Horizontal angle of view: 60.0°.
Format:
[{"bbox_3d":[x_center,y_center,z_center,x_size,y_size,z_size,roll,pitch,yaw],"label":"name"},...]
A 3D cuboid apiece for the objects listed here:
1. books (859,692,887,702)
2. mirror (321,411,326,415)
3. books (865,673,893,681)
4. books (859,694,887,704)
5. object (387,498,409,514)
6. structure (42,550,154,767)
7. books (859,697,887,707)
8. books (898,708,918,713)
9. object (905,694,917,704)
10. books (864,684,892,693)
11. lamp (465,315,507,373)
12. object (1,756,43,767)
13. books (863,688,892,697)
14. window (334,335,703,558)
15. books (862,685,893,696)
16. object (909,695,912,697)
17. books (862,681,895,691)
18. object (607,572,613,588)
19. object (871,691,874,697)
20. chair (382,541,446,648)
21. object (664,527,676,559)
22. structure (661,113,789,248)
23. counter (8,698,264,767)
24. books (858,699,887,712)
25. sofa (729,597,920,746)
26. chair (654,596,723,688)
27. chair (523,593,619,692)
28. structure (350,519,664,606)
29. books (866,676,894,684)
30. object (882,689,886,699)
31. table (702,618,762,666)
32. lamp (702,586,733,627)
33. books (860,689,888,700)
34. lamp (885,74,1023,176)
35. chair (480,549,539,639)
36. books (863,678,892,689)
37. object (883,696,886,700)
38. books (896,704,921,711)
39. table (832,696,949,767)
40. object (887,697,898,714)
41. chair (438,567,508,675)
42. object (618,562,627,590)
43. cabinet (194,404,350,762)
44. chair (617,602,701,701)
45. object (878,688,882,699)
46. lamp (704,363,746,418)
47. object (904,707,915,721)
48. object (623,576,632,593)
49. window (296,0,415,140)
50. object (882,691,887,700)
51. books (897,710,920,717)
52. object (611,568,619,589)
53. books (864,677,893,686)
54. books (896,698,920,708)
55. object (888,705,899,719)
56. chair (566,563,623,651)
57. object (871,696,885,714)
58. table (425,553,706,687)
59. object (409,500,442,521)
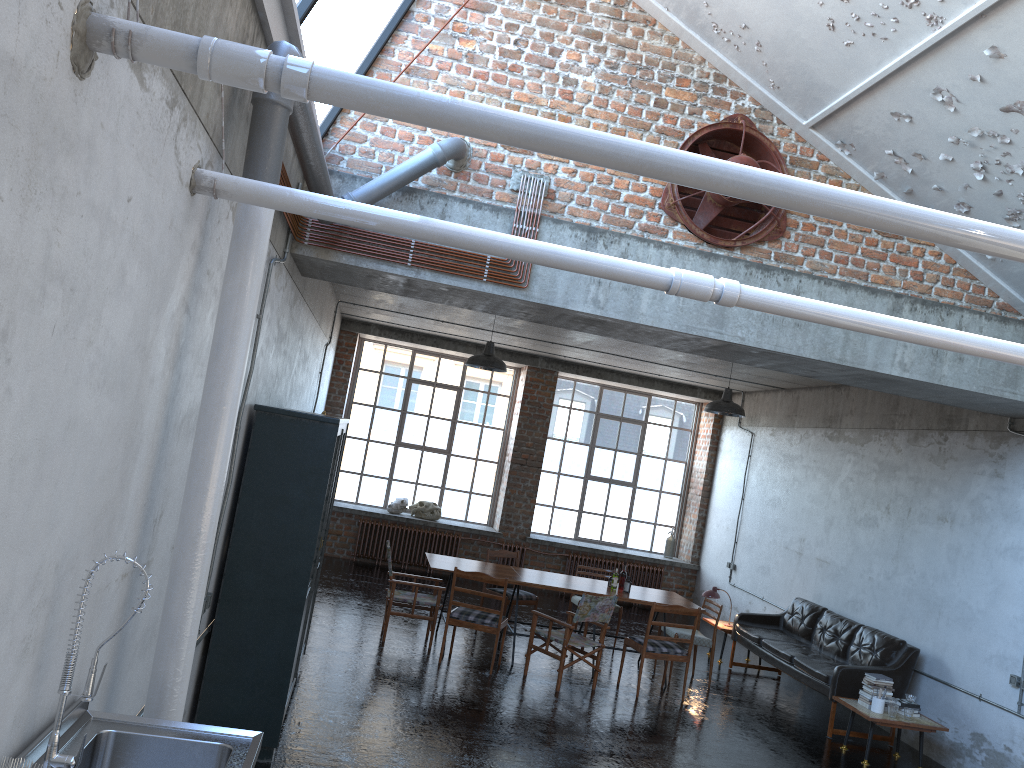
[{"bbox_3d":[3.519,3.028,8.568,0.255,0.014,0.192,10,-4,-5],"label":"books"},{"bbox_3d":[-2.667,0.925,11.814,0.172,1.182,1.339,11,-4,-8],"label":"mirror"},{"bbox_3d":[3.550,2.836,8.587,0.201,0.024,0.159,11,-4,-18],"label":"books"},{"bbox_3d":[3.508,3.044,8.550,0.249,0.023,0.175,11,-4,-8],"label":"books"},{"bbox_3d":[-1.940,2.066,15.072,0.281,0.281,0.575,9,-4,18],"label":"object"},{"bbox_3d":[-1.213,0.821,2.616,0.210,0.661,0.039,11,-4,-8],"label":"structure"},{"bbox_3d":[3.504,3.067,8.549,0.249,0.023,0.175,11,-4,-13],"label":"books"},{"bbox_3d":[3.764,3.121,8.548,0.166,0.024,0.227,12,-4,-29],"label":"books"},{"bbox_3d":[3.834,3.032,8.535,0.103,0.068,0.103,13,-5,-35],"label":"object"},{"bbox_3d":[3.538,2.942,8.571,0.205,0.022,0.155,11,-4,-13],"label":"books"},{"bbox_3d":[-0.223,-0.617,10.310,0.502,0.891,0.502,10,-4,-4],"label":"lamp"},{"bbox_3d":[-1.186,0.999,1.928,0.166,0.234,0.454,11,-4,-7],"label":"object"},{"bbox_3d":[3.533,2.983,8.569,0.221,0.023,0.147,11,-4,-9],"label":"books"},{"bbox_3d":[3.971,3.584,16.676,19.864,12.900,0.747,11,-4,-8],"label":"window"},{"bbox_3d":[3.535,2.964,8.576,0.224,0.021,0.158,11,-4,-8],"label":"books"},{"bbox_3d":[3.835,3.026,8.536,0.081,0.060,0.065,12,-4,-26],"label":"object"},{"bbox_3d":[3.537,2.921,8.572,0.244,0.019,0.174,11,-4,-8],"label":"books"},{"bbox_3d":[1.164,2.288,10.350,0.077,0.173,0.077,12,-4,-23],"label":"object"},{"bbox_3d":[3.440,2.993,8.386,0.137,0.190,0.009,10,-4,-5],"label":"object"},{"bbox_3d":[-1.134,2.342,9.877,0.713,1.031,0.574,11,-4,-8],"label":"chair"},{"bbox_3d":[2.830,2.832,15.824,0.172,0.551,0.172,7,-5,36],"label":"object"},{"bbox_3d":[1.733,-1.634,7.172,1.058,1.096,0.808,11,-4,-8],"label":"structure"},{"bbox_3d":[-1.048,1.394,1.899,0.625,0.644,2.435,11,-4,-8],"label":"counter"},{"bbox_3d":[3.496,3.098,8.547,0.248,0.043,0.192,11,-4,-8],"label":"books"},{"bbox_3d":[3.466,3.147,10.232,0.929,1.045,2.610,11,-4,-8],"label":"sofa"},{"bbox_3d":[2.067,2.978,10.359,0.577,0.971,0.589,11,-4,-8],"label":"chair"},{"bbox_3d":[0.603,2.605,9.171,0.574,1.031,0.713,13,-5,-38],"label":"chair"},{"bbox_3d":[0.005,3.037,14.902,5.349,0.713,0.232,11,-4,-8],"label":"structure"},{"bbox_3d":[3.553,2.858,8.577,0.205,0.020,0.155,11,-4,-8],"label":"books"},{"bbox_3d":[3.506,2.978,8.400,0.052,0.185,0.009,11,-4,-6],"label":"object"},{"bbox_3d":[3.022,3.491,11.897,0.811,0.458,0.649,11,-4,-8],"label":"table"},{"bbox_3d":[2.756,2.964,11.861,0.496,0.492,0.220,11,-4,-16],"label":"lamp"},{"bbox_3d":[3.521,3.007,8.571,0.245,0.028,0.193,11,-4,-13],"label":"books"},{"bbox_3d":[2.642,-1.078,4.113,0.945,2.025,5.320,9,-4,10],"label":"lamp"},{"bbox_3d":[-0.031,2.637,11.118,0.573,1.028,0.509,14,-5,-44],"label":"chair"},{"bbox_3d":[3.532,2.898,8.573,0.231,0.023,0.162,10,-4,7],"label":"books"},{"bbox_3d":[3.485,3.014,8.367,0.068,0.159,0.009,10,-4,5],"label":"object"},{"bbox_3d":[3.781,3.100,8.553,0.243,0.024,0.175,11,-4,-12],"label":"books"},{"bbox_3d":[3.558,3.353,8.447,0.811,0.458,0.649,11,-4,-8],"label":"table"},{"bbox_3d":[3.584,3.044,8.376,0.087,0.155,0.087,13,-5,-36],"label":"object"},{"bbox_3d":[-0.360,2.454,9.281,0.573,1.028,0.509,9,-4,11],"label":"chair"},{"bbox_3d":[1.293,2.228,10.296,0.075,0.324,0.075,9,-4,17],"label":"object"},{"bbox_3d":[-1.811,1.359,7.008,0.572,2.297,2.386,11,-4,-8],"label":"cabinet"},{"bbox_3d":[1.556,2.807,9.446,0.573,1.028,0.509,11,-4,-19],"label":"chair"},{"bbox_3d":[3.486,2.994,8.415,0.023,0.204,0.037,8,-4,31],"label":"object"},{"bbox_3d":[2.643,-0.075,10.734,0.502,0.891,0.502,10,-4,-4],"label":"lamp"},{"bbox_3d":[3.706,3.088,8.288,0.092,0.099,0.092,12,-4,-31],"label":"object"},{"bbox_3d":[1.328,2.300,10.170,0.051,0.180,0.097,13,-5,-36],"label":"object"},{"bbox_3d":[-0.216,-3.003,2.788,0.994,2.404,8.048,11,-4,-8],"label":"window"},{"bbox_3d":[3.506,2.985,8.387,0.062,0.169,0.009,11,-4,-9],"label":"object"},{"bbox_3d":[3.768,3.151,8.542,0.179,0.034,0.243,12,-4,-25],"label":"books"},{"bbox_3d":[1.193,2.249,10.239,0.070,0.235,0.041,11,-4,-9],"label":"object"},{"bbox_3d":[3.548,2.880,8.586,0.209,0.023,0.167,11,-4,-14],"label":"books"},{"bbox_3d":[3.778,3.073,8.547,0.225,0.029,0.179,11,-4,-16],"label":"books"},{"bbox_3d":[3.547,3.059,8.265,0.092,0.099,0.092,12,-4,-31],"label":"object"},{"bbox_3d":[1.064,2.872,11.442,0.589,0.971,0.577,11,-4,-8],"label":"chair"},{"bbox_3d":[3.456,3.032,8.373,0.110,0.137,0.110,11,-4,-8],"label":"object"},{"bbox_3d":[0.489,2.707,10.153,3.112,0.917,1.067,11,-4,-8],"label":"table"},{"bbox_3d":[-1.492,2.134,15.075,0.418,0.305,0.625,13,-5,-34],"label":"object"}]
